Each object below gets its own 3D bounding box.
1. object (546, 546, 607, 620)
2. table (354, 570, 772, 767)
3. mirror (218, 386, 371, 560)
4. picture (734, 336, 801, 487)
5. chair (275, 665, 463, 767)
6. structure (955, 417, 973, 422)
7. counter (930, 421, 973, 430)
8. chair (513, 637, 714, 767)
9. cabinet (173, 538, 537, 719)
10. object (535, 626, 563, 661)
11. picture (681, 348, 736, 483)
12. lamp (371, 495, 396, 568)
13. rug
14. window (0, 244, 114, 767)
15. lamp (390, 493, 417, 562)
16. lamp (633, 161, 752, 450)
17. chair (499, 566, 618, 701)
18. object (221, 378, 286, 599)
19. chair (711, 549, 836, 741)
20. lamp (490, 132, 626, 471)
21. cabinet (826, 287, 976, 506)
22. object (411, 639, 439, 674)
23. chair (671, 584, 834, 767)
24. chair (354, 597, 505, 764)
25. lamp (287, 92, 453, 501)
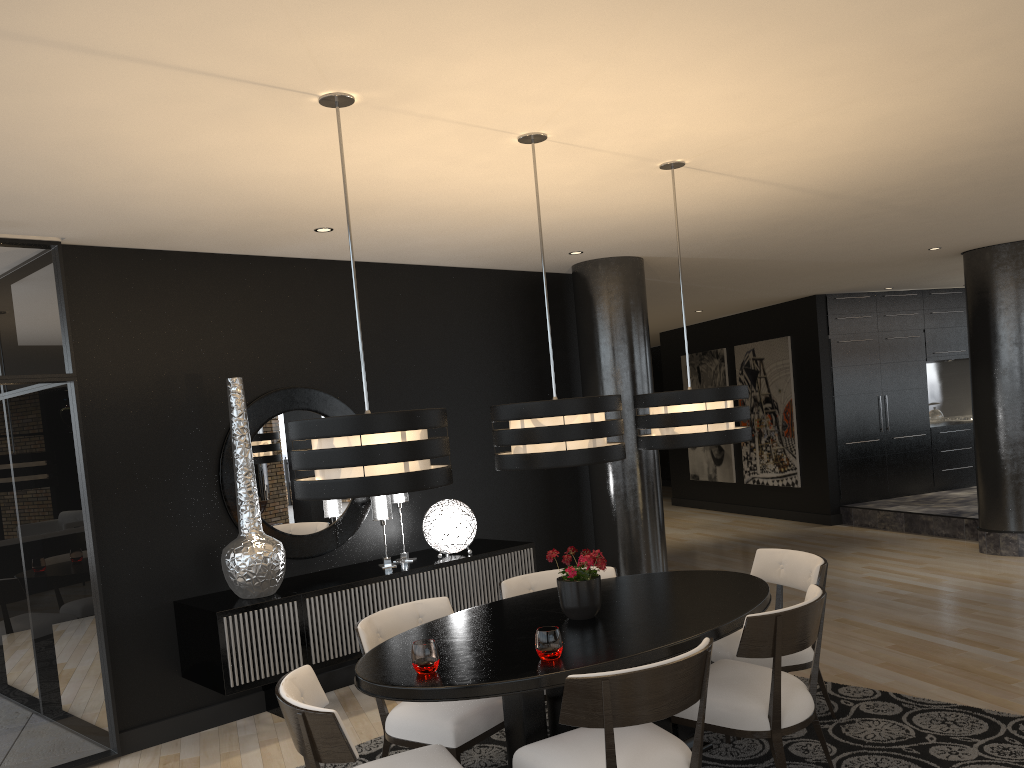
[{"bbox_3d":[0.289,0.824,3.673,0.236,0.299,0.229,-6,2,-40],"label":"object"},{"bbox_3d":[0.331,1.357,3.721,2.096,0.771,1.213,-4,-1,-40],"label":"table"},{"bbox_3d":[-1.302,0.552,5.493,1.070,1.081,0.025,-6,3,-42],"label":"mirror"},{"bbox_3d":[3.314,0.384,11.451,0.076,1.880,1.155,-6,2,-20],"label":"picture"},{"bbox_3d":[-0.447,1.383,3.004,0.614,0.809,0.643,-6,1,-21],"label":"chair"},{"bbox_3d":[6.417,0.450,11.728,0.898,0.067,0.521,-4,-2,-19],"label":"structure"},{"bbox_3d":[6.413,0.474,11.748,2.852,0.034,0.731,-4,-2,-19],"label":"counter"},{"bbox_3d":[0.381,1.312,3.100,0.640,0.809,0.617,-6,2,-32],"label":"chair"},{"bbox_3d":[-0.840,1.530,5.497,2.226,0.769,0.612,-4,0,-41],"label":"cabinet"},{"bbox_3d":[0.130,0.912,3.105,0.095,0.106,0.095,-6,1,-31],"label":"object"},{"bbox_3d":[2.846,0.475,12.776,0.076,1.880,1.155,-6,2,-20],"label":"picture"},{"bbox_3d":[-0.803,0.910,5.526,0.124,0.467,0.132,-6,3,-19],"label":"lamp"},{"bbox_3d":[0.309,1.741,3.712,3.703,0.011,2.727,-3,-3,-42],"label":"rug"},{"bbox_3d":[5.366,-1.125,3.531,15.820,4.799,10.156,-4,-2,-33],"label":"window"},{"bbox_3d":[-0.716,0.866,5.684,0.132,0.552,0.124,-5,3,11],"label":"lamp"},{"bbox_3d":[0.810,-0.373,4.177,0.532,1.333,0.537,-7,3,-43],"label":"lamp"},{"bbox_3d":[0.312,1.367,4.403,0.641,0.809,0.615,-5,1,-13],"label":"chair"},{"bbox_3d":[-1.468,0.572,4.874,0.342,1.213,0.344,-7,3,-33],"label":"object"},{"bbox_3d":[1.265,1.283,4.461,0.615,0.809,0.642,-5,1,-13],"label":"chair"},{"bbox_3d":[0.141,-0.335,3.585,0.532,1.333,0.537,-7,3,-43],"label":"lamp"},{"bbox_3d":[6.382,0.018,11.698,5.711,2.535,0.727,-5,3,-19],"label":"cabinet"},{"bbox_3d":[-0.302,0.950,3.073,0.095,0.106,0.095,-5,1,14],"label":"object"},{"bbox_3d":[1.001,1.279,3.696,0.618,0.809,0.639,-4,2,41],"label":"chair"},{"bbox_3d":[-0.307,1.404,3.904,0.618,0.809,0.639,-4,2,34],"label":"chair"},{"bbox_3d":[-0.528,-0.297,2.993,0.532,1.333,0.537,-7,3,-43],"label":"lamp"}]
